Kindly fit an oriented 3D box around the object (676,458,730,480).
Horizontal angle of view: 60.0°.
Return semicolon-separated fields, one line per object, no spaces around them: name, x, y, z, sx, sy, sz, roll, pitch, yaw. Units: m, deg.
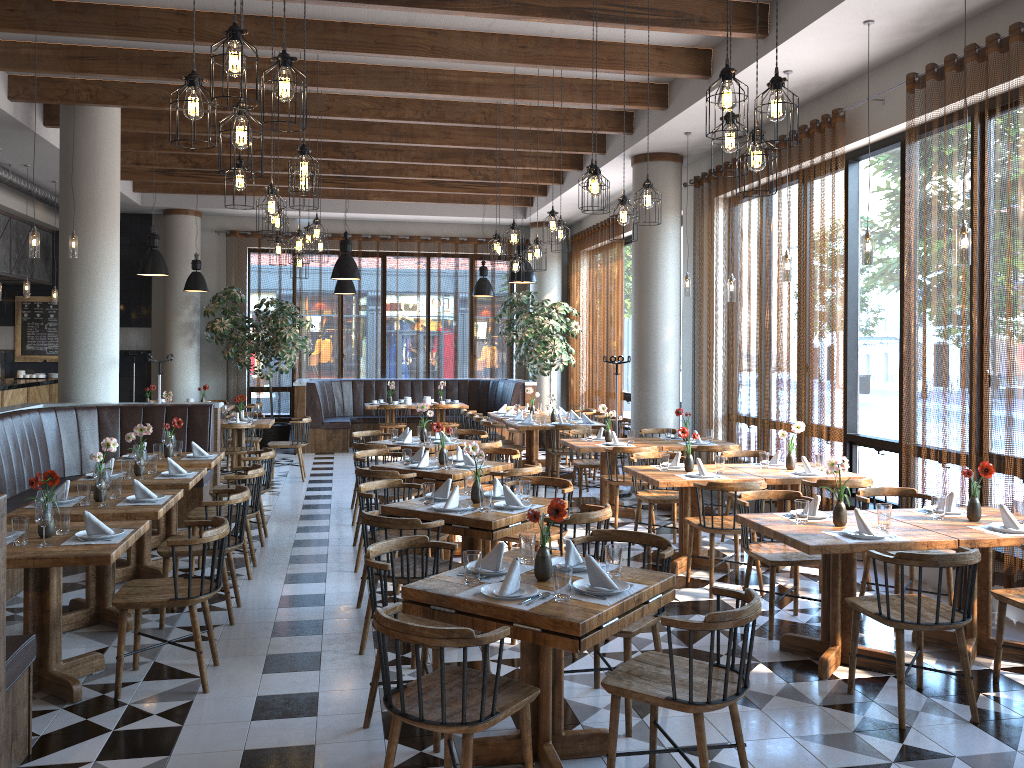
object;1.465;0.646;6.830;0.352;0.137;0.272;0;2;-11

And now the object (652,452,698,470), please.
object;1.358;0.623;7.352;0.352;0.137;0.272;0;2;-11

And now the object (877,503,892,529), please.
object;2.062;0.733;4.908;0.080;0.132;0.080;0;1;-26

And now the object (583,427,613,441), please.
object;0.942;0.530;9.509;0.352;0.137;0.272;0;2;-11

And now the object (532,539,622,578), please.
object;0.281;0.758;3.991;0.352;0.137;0.272;2;2;34

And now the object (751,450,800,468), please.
object;2.231;0.622;7.520;0.352;0.137;0.272;0;2;-11

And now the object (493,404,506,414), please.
object;-0.158;0.368;13.179;0.272;0.137;0.352;0;2;-11

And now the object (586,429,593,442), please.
object;0.813;0.540;9.295;0.080;0.132;0.080;0;1;-26

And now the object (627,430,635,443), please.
object;1.236;0.547;9.194;0.080;0.132;0.080;0;1;-26

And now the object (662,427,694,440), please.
object;1.815;0.528;9.678;0.352;0.137;0.272;0;2;-11

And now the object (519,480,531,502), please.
object;0.084;0.688;5.683;0.080;0.132;0.080;0;1;4

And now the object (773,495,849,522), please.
object;1.768;0.715;5.229;0.352;0.137;0.272;0;2;-11

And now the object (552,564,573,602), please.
object;0.198;0.782;3.473;0.080;0.132;0.080;1;1;14

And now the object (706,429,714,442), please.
object;2.089;0.546;9.358;0.080;0.132;0.080;1;1;14

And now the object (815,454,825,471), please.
object;2.504;0.639;7.203;0.080;0.132;0.080;1;1;24

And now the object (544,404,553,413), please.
object;0.626;0.366;13.340;0.272;0.137;0.352;0;2;-11

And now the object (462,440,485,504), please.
object;-0.246;0.554;5.625;0.146;0.400;0.206;0;0;1

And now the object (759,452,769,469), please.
object;2.081;0.632;7.304;0.080;0.132;0.080;1;1;24

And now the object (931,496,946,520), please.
object;2.491;0.725;5.173;0.080;0.132;0.080;0;1;4

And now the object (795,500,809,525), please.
object;1.639;0.726;5.009;0.080;0.132;0.080;0;1;-26

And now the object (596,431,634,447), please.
object;1.049;0.552;8.987;0.352;0.137;0.272;0;2;-11

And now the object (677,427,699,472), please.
object;1.408;0.523;7.144;0.156;0.355;0.171;0;0;-32

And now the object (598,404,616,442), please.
object;0.993;0.408;9.277;0.146;0.400;0.206;1;1;43

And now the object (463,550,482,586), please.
object;-0.166;0.770;3.704;0.080;0.132;0.080;1;1;14

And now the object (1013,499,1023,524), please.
object;2.915;0.732;5.072;0.080;0.132;0.080;0;1;4

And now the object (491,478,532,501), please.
object;-0.078;0.678;5.840;0.352;0.137;0.272;2;2;34

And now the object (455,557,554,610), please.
object;-0.012;0.775;3.547;0.352;0.137;0.272;2;2;34

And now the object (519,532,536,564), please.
object;0.070;0.755;4.076;0.080;0.132;0.080;0;1;4

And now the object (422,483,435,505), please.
object;-0.523;0.689;5.553;0.080;0.132;0.080;0;1;4

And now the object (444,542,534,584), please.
object;-0.090;0.759;3.916;0.272;0.137;0.352;2;2;34

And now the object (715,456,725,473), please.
object;1.651;0.641;7.039;0.080;0.132;0.080;0;1;-26

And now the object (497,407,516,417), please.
object;-0.048;0.392;12.612;0.272;0.137;0.352;0;2;-11

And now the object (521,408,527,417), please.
object;0.172;0.401;12.501;0.080;0.132;0.080;0;1;-26

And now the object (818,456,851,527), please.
object;1.814;0.595;4.958;0.146;0.400;0.206;0;0;-18

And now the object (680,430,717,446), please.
object;1.922;0.551;9.155;0.352;0.137;0.272;0;2;-11

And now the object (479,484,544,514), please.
object;-0.001;0.694;5.470;0.272;0.137;0.352;2;2;34

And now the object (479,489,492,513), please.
object;-0.159;0.701;5.322;0.080;0.132;0.080;0;1;4

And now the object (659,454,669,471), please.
object;1.228;0.634;7.140;0.080;0.132;0.080;0;1;-26

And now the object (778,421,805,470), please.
object;2.283;0.503;7.227;0.206;0.400;0.146;0;0;-7

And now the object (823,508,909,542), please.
object;1.874;0.738;4.707;0.352;0.137;0.272;0;2;-11

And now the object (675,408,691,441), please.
object;1.819;0.430;9.425;0.171;0.355;0.156;0;0;12

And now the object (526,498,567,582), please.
object;0.159;0.658;3.744;0.171;0.355;0.156;1;0;36

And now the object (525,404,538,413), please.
object;0.214;0.363;13.360;0.352;0.137;0.272;0;2;-11

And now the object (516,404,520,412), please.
object;0.085;0.373;13.159;0.080;0.132;0.080;0;1;-26

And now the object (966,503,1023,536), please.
object;2.747;0.736;4.875;0.352;0.137;0.272;0;2;-11

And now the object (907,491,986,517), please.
object;2.640;0.714;5.397;0.352;0.137;0.272;0;2;-11

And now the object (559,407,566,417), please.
object;0.742;0.392;12.741;0.272;0.137;0.352;0;2;-11

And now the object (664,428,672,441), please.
object;1.665;0.539;9.459;0.080;0.132;0.080;1;1;14

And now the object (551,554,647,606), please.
object;0.359;0.774;3.621;0.272;0.137;0.352;2;2;34

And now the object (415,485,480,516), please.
object;-0.372;0.694;5.395;0.352;0.137;0.272;2;2;34

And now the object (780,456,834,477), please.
object;2.338;0.644;6.998;0.352;0.137;0.272;0;2;-11

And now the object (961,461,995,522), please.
object;2.693;0.617;5.100;0.156;0.355;0.171;0;1;-35

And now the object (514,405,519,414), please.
object;0.066;0.377;13.049;0.080;0.132;0.080;0;1;-26

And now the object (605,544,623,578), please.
object;0.440;0.768;3.834;0.080;0.132;0.080;0;1;-36

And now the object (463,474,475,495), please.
object;-0.286;0.675;5.925;0.080;0.132;0.080;0;1;4

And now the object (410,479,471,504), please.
object;-0.450;0.678;5.765;0.272;0.137;0.352;2;2;34
